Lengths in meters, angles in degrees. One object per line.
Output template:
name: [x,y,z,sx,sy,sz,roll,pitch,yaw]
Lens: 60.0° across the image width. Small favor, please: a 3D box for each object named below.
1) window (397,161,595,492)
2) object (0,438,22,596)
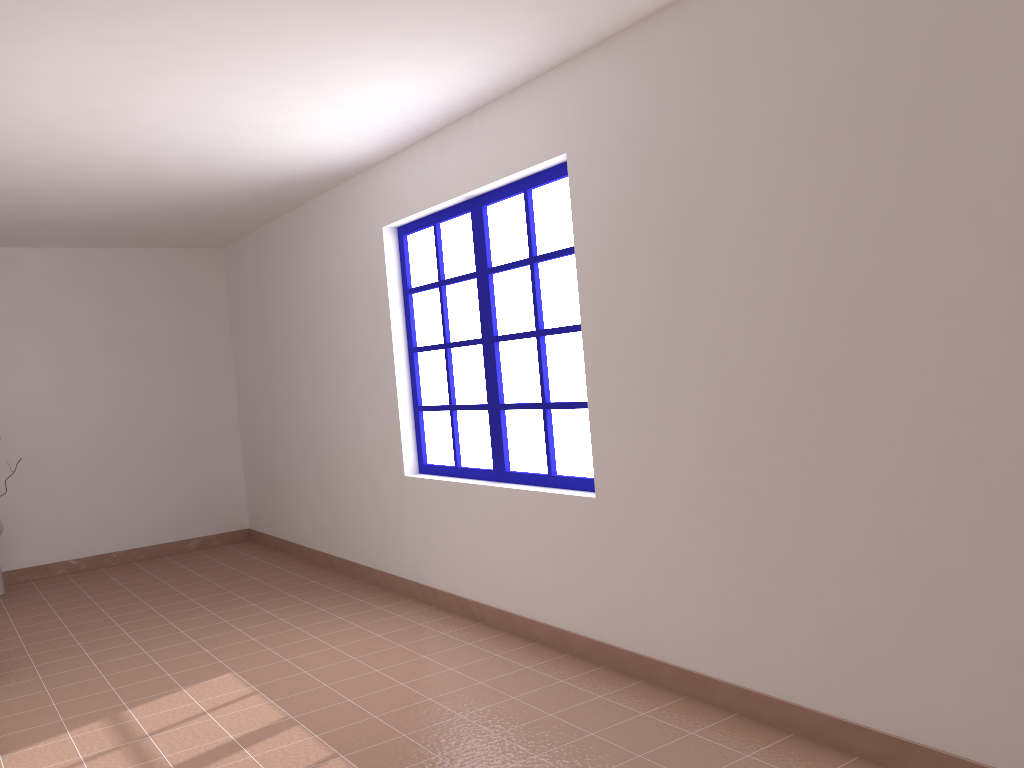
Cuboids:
window: [-0.110,-0.221,4.446,0.035,1.430,1.699,-6,1,-34]
object: [-3.706,0.931,6.181,0.655,1.112,0.284,-5,1,-15]
